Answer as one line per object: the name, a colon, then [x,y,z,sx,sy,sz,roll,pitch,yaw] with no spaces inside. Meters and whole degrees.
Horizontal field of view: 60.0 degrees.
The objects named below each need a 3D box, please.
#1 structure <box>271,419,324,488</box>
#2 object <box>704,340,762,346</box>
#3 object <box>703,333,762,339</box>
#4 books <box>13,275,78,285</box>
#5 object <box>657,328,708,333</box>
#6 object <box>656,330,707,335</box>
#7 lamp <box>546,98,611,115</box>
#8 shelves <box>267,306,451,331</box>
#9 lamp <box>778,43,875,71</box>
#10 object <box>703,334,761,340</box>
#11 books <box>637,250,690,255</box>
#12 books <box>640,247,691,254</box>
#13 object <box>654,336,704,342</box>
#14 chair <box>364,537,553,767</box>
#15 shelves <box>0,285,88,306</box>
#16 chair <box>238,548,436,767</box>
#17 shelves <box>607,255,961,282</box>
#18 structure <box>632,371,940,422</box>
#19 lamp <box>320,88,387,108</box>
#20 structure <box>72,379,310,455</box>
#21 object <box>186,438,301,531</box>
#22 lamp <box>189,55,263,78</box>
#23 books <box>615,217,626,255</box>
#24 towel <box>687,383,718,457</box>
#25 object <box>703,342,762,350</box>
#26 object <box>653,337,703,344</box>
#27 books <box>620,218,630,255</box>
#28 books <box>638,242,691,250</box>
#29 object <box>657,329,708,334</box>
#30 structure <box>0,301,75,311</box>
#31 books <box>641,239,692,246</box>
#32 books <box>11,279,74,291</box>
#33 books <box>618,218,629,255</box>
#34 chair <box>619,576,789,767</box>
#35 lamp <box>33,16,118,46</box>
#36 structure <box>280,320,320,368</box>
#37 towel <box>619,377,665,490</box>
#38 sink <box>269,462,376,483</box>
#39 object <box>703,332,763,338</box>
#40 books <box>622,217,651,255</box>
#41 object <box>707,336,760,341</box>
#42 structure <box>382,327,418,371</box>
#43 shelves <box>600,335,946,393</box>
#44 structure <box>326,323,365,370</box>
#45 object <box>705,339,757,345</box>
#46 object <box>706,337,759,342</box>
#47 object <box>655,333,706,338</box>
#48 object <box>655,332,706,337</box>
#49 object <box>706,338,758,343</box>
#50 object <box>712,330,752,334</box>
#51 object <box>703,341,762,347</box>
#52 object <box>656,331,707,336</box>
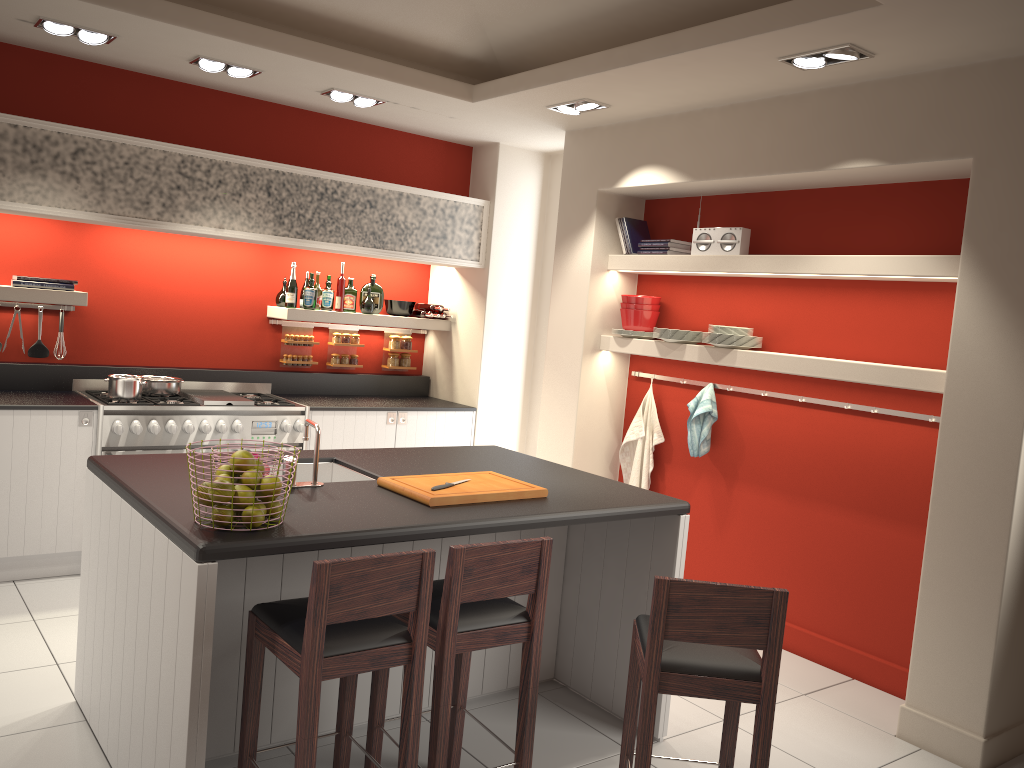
structure: [-0.830,0.269,3.414,0.183,0.249,0.224,2,5,-37]
object: [1.278,-0.231,5.159,0.339,0.020,0.339,2,6,-35]
object: [1.281,-0.270,5.156,0.339,0.020,0.339,2,6,-35]
books: [-2.872,-0.640,5.455,0.332,0.026,0.207,2,6,-37]
object: [1.040,-0.321,5.451,0.339,0.020,0.339,1,6,-38]
object: [1.039,-0.308,5.452,0.339,0.020,0.339,1,6,-38]
lamp: [0.393,-1.657,5.256,0.199,0.090,0.361,2,6,-37]
shelves: [-1.143,-0.499,6.797,1.379,0.083,0.376,2,6,-37]
lamp: [1.393,-1.466,3.935,0.199,0.085,0.361,2,6,-37]
object: [1.280,-0.263,5.156,0.339,0.020,0.339,2,6,-35]
books: [0.957,-0.820,5.607,0.207,0.030,0.258,2,6,-37]
books: [0.972,-0.842,5.601,0.207,0.019,0.258,2,6,-37]
object: [1.036,-0.270,5.455,0.339,0.020,0.339,1,6,-38]
chair: [-0.199,0.979,3.048,0.383,1.007,0.474,2,5,-35]
shelves: [-3.268,-0.555,5.178,1.379,0.083,0.376,2,6,-37]
chair: [-0.566,0.969,2.768,0.383,1.007,0.474,2,5,-37]
shelves: [1.524,-0.659,5.035,0.437,0.100,2.395,2,6,-37]
structure: [1.485,0.057,5.119,0.063,0.034,2.224,2,6,-37]
lamp: [-0.985,-1.799,5.520,0.361,0.103,0.199,2,6,-37]
structure: [-2.093,0.565,5.793,1.322,1.084,0.778,2,6,-37]
object: [-0.841,0.311,2.756,0.341,0.232,0.341,5,4,-5]
lamp: [-1.622,-1.816,5.035,0.361,0.104,0.199,2,6,-37]
books: [0.789,-0.966,5.859,0.210,0.248,0.136,2,5,-38]
towel: [1.161,0.218,5.417,0.179,0.452,0.209,5,4,2]
object: [1.276,-0.219,5.160,0.339,0.020,0.339,2,6,-35]
object: [1.035,-0.263,5.456,0.339,0.020,0.339,1,6,-38]
books: [0.813,-0.958,5.815,0.209,0.243,0.126,2,5,-38]
books: [0.961,-0.869,5.604,0.207,0.030,0.258,2,6,-37]
object: [1.040,-0.315,5.452,0.339,0.020,0.339,1,6,-38]
structure: [-3.365,-0.501,5.316,1.355,0.034,0.054,2,6,-37]
books: [0.977,-0.892,5.597,0.207,0.019,0.258,2,6,-37]
books: [-2.875,-0.604,5.431,0.331,0.042,0.207,2,5,-32]
books: [0.801,-0.958,5.831,0.208,0.242,0.126,2,5,-37]
chair: [0.578,1.064,2.836,0.383,1.007,0.474,5,4,3]
lamp: [-2.243,-1.831,4.562,0.361,0.109,0.199,2,6,-37]
structure: [-1.582,-0.290,6.608,0.256,0.347,0.130,2,5,-37]
towel: [0.802,0.634,5.843,0.141,1.361,0.342,2,5,-37]
sink: [-0.889,0.504,3.667,0.567,0.258,0.516,2,6,-37]
object: [1.281,-0.276,5.155,0.339,0.020,0.339,2,6,-35]
books: [0.823,-0.954,5.788,0.207,0.246,0.136,2,5,-37]
object: [1.280,-0.257,5.157,0.339,0.020,0.339,2,6,-35]
structure: [-0.900,-0.271,7.128,0.256,0.347,0.130,2,5,-37]
shelves: [1.478,-0.131,5.074,0.437,0.100,2.395,2,6,-37]
structure: [-1.282,-0.282,6.837,0.256,0.347,0.130,2,5,-37]
object: [1.278,-0.238,5.158,0.339,0.020,0.339,2,6,-35]
object: [1.279,-0.251,5.157,0.339,0.020,0.339,2,6,-35]
object: [1.037,-0.289,5.454,0.339,0.020,0.339,1,6,-38]
object: [1.038,-0.295,5.453,0.339,0.020,0.339,1,6,-38]
object: [1.279,-0.244,5.158,0.339,0.020,0.339,2,6,-35]
object: [1.273,-0.298,5.168,0.255,0.015,0.255,8,5,34]
object: [1.277,-0.225,5.159,0.339,0.020,0.339,2,6,-35]
object: [1.038,-0.302,5.453,0.339,0.020,0.339,1,6,-38]
